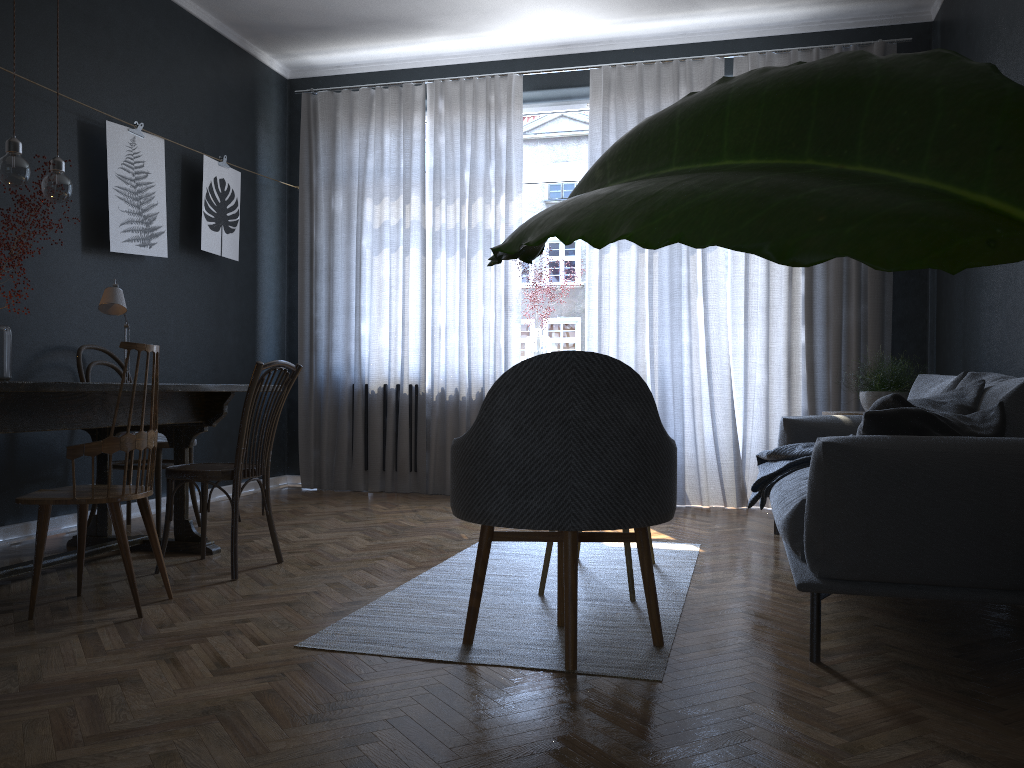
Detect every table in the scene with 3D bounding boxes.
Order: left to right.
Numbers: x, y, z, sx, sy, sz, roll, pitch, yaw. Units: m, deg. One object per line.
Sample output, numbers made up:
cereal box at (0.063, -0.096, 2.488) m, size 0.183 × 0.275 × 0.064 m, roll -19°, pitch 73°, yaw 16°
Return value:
table at (-1.764, 0.357, 3.290) m, size 1.126 × 0.727 × 1.604 m, roll 0°, pitch 0°, yaw 15°
table at (0.341, 0.464, 3.352) m, size 0.339 × 0.550 × 0.787 m, roll 1°, pitch 0°, yaw 15°

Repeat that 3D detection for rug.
rug at (0.138, 0.735, 3.268) m, size 1.003 × 0.013 × 2.011 m, roll 0°, pitch 0°, yaw 15°

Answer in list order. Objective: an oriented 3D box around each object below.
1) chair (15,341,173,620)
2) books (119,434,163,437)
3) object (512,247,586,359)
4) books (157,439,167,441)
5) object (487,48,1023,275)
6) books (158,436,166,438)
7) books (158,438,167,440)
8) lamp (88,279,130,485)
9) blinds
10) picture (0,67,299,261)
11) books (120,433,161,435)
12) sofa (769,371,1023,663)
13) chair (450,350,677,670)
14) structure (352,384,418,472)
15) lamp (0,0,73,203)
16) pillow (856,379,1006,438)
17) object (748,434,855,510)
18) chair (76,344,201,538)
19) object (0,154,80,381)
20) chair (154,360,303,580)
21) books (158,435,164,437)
chair at (-1.325, 0.297, 2.850) m, size 0.384 × 0.856 × 0.456 m, roll 0°, pitch 0°, yaw 0°
books at (-1.811, 0.246, 4.340) m, size 0.218 × 0.008 × 0.288 m, roll 0°, pitch 0°, yaw 28°
object at (0.200, -0.492, 5.933) m, size 0.514 × 0.809 × 0.599 m, roll 0°, pitch 0°, yaw -11°
books at (-1.806, 0.274, 4.339) m, size 0.218 × 0.008 × 0.304 m, roll 0°, pitch 0°, yaw 22°
object at (0.420, -0.226, 0.035) m, size 1.118 × 1.899 × 0.763 m, roll 1°, pitch 0°, yaw 9°
books at (-1.806, 0.259, 4.339) m, size 0.218 × 0.008 × 0.304 m, roll 0°, pitch 0°, yaw 27°
books at (-1.807, 0.267, 4.337) m, size 0.218 × 0.007 × 0.305 m, roll 0°, pitch 0°, yaw 27°
lamp at (-1.883, 0.065, 4.233) m, size 0.242 × 1.069 × 0.800 m, roll 0°, pitch 0°, yaw -31°
blinds at (0.419, -0.647, 5.781) m, size 3.992 × 2.789 × 0.312 m, roll 0°, pitch 1°, yaw 15°
picture at (-2.094, -1.062, 4.252) m, size 0.058 × 0.771 × 4.457 m, roll 1°, pitch 0°, yaw 15°
books at (-1.811, 0.240, 4.340) m, size 0.218 × 0.008 × 0.288 m, roll 0°, pitch 0°, yaw 28°
sofa at (1.460, 0.346, 3.273) m, size 0.970 × 0.798 × 2.340 m, roll 0°, pitch 0°, yaw 14°
chair at (0.160, 0.323, 2.436) m, size 0.645 × 0.811 × 0.495 m, roll 0°, pitch 0°, yaw -7°
structure at (-0.243, 0.304, 6.027) m, size 1.846 × 0.600 × 0.216 m, roll 0°, pitch 0°, yaw 15°
lamp at (-1.227, -1.493, 2.944) m, size 0.583 × 1.574 × 1.590 m, roll 0°, pitch 0°, yaw -44°
pillow at (1.251, 0.162, 2.683) m, size 0.442 × 0.362 × 0.797 m, roll 0°, pitch 0°, yaw 33°
object at (1.310, 0.373, 3.909) m, size 0.490 × 0.329 × 0.666 m, roll 0°, pitch 0°, yaw 20°
chair at (-1.837, 0.266, 4.371) m, size 0.549 × 0.921 × 0.438 m, roll 1°, pitch 0°, yaw 12°
object at (-2.137, -0.472, 3.612) m, size 0.639 × 0.931 × 0.556 m, roll 0°, pitch 0°, yaw -15°
chair at (-1.106, 0.316, 3.468) m, size 0.467 × 0.820 × 0.363 m, roll 1°, pitch 0°, yaw 14°
books at (-1.805, 0.251, 4.337) m, size 0.218 × 0.013 × 0.305 m, roll 0°, pitch 0°, yaw 27°
